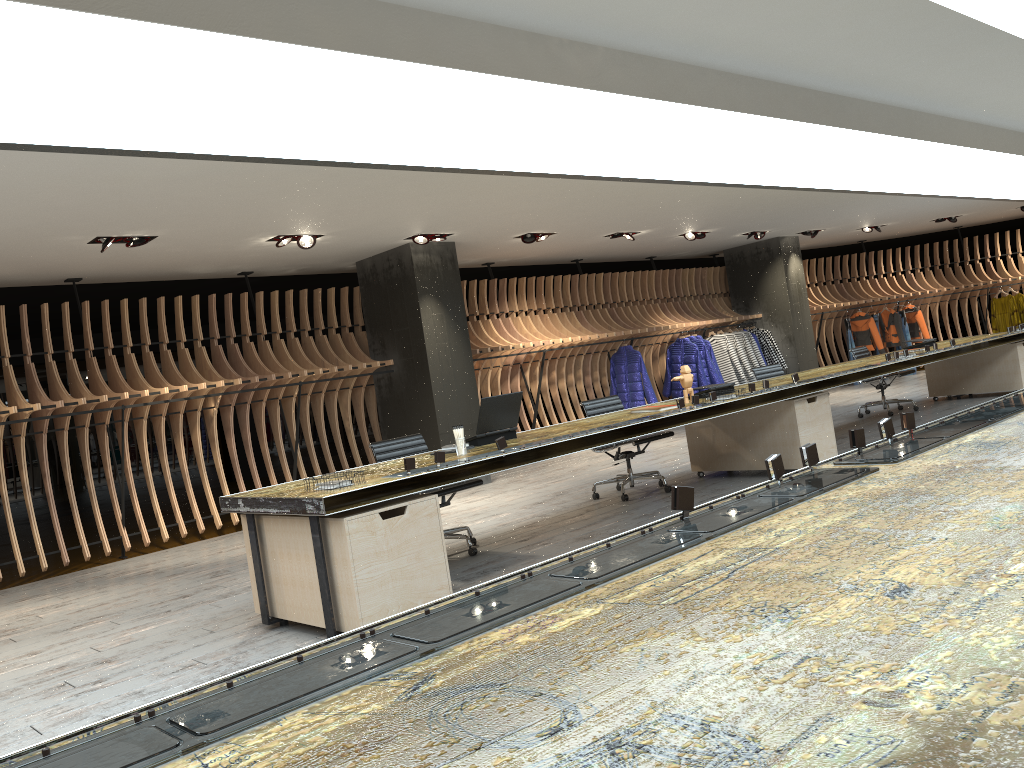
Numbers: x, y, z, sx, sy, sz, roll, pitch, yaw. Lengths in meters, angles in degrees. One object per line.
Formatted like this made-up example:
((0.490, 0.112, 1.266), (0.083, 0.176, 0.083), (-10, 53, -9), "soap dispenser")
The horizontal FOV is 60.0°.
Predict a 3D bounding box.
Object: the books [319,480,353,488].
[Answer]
((-0.913, 0.515, 4.576), (0.155, 0.025, 0.110), (-8, 1, 43), "books")

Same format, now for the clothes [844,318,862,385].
((6.451, -0.544, 16.732), (0.200, 1.422, 0.309), (-9, 0, 25), "clothes")

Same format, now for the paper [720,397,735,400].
((1.623, 0.112, 6.778), (0.130, 0.004, 0.176), (-9, 1, -36), "paper")

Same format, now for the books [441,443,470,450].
((-0.382, 0.410, 5.810), (0.186, 0.027, 0.112), (-8, 1, 33), "books")

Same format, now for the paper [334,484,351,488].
((-0.913, 0.527, 4.583), (0.130, 0.004, 0.176), (-9, 1, -36), "paper")

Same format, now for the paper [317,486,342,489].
((-0.913, 0.529, 4.583), (0.130, 0.004, 0.176), (-9, 1, -38), "paper")

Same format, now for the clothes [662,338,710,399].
((2.658, -0.091, 13.875), (0.879, 1.260, 0.242), (-9, 0, 45), "clothes")

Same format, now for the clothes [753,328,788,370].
((4.317, -0.381, 15.072), (0.192, 1.186, 0.798), (-8, 0, -42), "clothes")

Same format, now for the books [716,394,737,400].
((1.623, 0.100, 6.772), (0.155, 0.025, 0.110), (-8, 1, 43), "books")

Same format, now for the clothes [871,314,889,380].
((7.002, -0.631, 16.937), (0.200, 1.422, 0.309), (-9, 0, 40), "clothes")

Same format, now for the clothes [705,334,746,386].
((3.404, -0.287, 14.252), (0.128, 1.062, 0.751), (-8, 0, -44), "clothes")

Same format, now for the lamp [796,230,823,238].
((4.981, -2.581, 14.809), (0.493, 0.292, 0.269), (-9, 0, -36), "lamp")

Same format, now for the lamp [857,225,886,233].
((6.331, -2.795, 15.617), (0.493, 0.296, 0.269), (-9, 0, -23), "lamp")

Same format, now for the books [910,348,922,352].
((4.557, -0.383, 10.047), (0.366, 0.026, 0.212), (-9, 1, -42), "books")

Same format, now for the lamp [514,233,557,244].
((0.274, -1.808, 10.565), (0.493, 0.292, 0.269), (-9, 0, -42), "lamp")

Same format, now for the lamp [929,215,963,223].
((7.843, -3.034, 16.034), (0.493, 0.293, 0.269), (-9, 0, -10), "lamp")

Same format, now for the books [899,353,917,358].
((3.981, -0.287, 8.935), (0.155, 0.025, 0.110), (-8, 1, 43), "books")

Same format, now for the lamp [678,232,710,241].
((2.608, -2.195, 12.710), (0.493, 0.286, 0.269), (-9, 0, -42), "lamp")

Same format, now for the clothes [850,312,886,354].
((6.678, -0.937, 16.883), (0.201, 0.881, 0.838), (-9, 0, -27), "clothes")

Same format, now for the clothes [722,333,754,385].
((3.577, -0.315, 14.410), (0.128, 1.062, 0.751), (-8, 0, -44), "clothes")

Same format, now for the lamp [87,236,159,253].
((-3.230, -1.235, 7.347), (0.493, 0.288, 0.269), (-9, 0, -42), "lamp")

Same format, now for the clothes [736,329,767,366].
((3.975, -0.313, 14.940), (0.884, 1.239, 0.246), (-9, 0, 45), "clothes")

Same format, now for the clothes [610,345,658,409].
((1.690, 0.062, 12.880), (0.884, 1.239, 0.246), (-9, 0, 45), "clothes")

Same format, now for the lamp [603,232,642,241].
((1.441, -1.999, 11.637), (0.493, 0.294, 0.269), (-9, 0, -42), "lamp")

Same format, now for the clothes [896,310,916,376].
((7.565, -0.719, 17.110), (0.308, 1.422, 0.200), (-9, 0, 20), "clothes")

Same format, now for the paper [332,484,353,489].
((-0.913, 0.529, 4.583), (0.130, 0.004, 0.176), (-9, 1, -40), "paper")

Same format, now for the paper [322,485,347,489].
((-0.913, 0.528, 4.583), (0.130, 0.004, 0.176), (-9, 1, -37), "paper")

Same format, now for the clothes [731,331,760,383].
((3.769, -0.347, 14.587), (0.128, 1.062, 0.751), (-8, 0, -44), "clothes")

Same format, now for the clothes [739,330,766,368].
((3.900, -0.368, 14.707), (0.128, 1.062, 0.751), (-8, 0, -44), "clothes")

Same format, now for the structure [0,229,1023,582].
((0.986, -0.286, 3.385), (36.601, 2.440, 14.863), (-9, 1, -42), "structure")

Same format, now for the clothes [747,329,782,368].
((4.185, -0.359, 14.939), (0.192, 1.187, 0.806), (-8, 0, -42), "clothes")

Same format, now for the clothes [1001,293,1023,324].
((9.777, -1.235, 17.219), (0.168, 1.045, 0.664), (-9, 0, -11), "clothes")

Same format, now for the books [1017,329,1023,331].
((6.450, -0.693, 11.212), (0.155, 0.025, 0.110), (-8, 1, 43), "books")

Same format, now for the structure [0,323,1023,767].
((3.662, 0.140, 6.603), (18.499, 0.844, 4.829), (-9, 1, -42), "structure")

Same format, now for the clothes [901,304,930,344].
((7.765, -1.108, 17.183), (0.201, 0.881, 0.839), (-9, 0, -12), "clothes")

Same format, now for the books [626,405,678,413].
((1.070, 0.191, 6.765), (0.213, 0.026, 0.365), (-9, 1, -32), "books")

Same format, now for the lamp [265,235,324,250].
((-2.062, -1.426, 8.420), (0.493, 0.288, 0.269), (-9, 0, -42), "lamp")

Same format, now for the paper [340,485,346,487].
((-0.913, 0.528, 4.583), (0.130, 0.004, 0.176), (-9, 1, -37), "paper")

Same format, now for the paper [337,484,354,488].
((-0.912, 0.530, 4.583), (0.130, 0.004, 0.176), (-9, 1, -33), "paper")

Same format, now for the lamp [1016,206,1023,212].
((9.415, -3.272, 16.036), (0.492, 0.297, 0.269), (-9, 0, 8), "lamp")

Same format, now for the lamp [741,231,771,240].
((3.777, -2.384, 13.782), (0.493, 0.292, 0.269), (-9, 0, -42), "lamp")

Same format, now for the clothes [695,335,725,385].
((2.944, -0.144, 14.031), (0.884, 1.239, 0.246), (-9, 0, 45), "clothes")

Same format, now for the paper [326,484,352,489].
((-0.913, 0.528, 4.583), (0.130, 0.004, 0.176), (-9, 1, -35), "paper")

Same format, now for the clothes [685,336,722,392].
((2.865, -0.132, 13.853), (0.882, 1.246, 0.249), (-9, 0, 45), "clothes")

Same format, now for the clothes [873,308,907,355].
((7.224, -1.020, 17.006), (0.201, 0.881, 0.838), (-9, 0, -22), "clothes")

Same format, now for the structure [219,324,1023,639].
((2.599, 0.285, 8.107), (10.464, 0.844, 1.160), (-9, 1, -42), "structure")

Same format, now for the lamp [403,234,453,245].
((-0.894, -1.615, 9.492), (0.493, 0.296, 0.269), (-9, 0, -42), "lamp")

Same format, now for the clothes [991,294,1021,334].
((9.596, -1.208, 17.231), (0.168, 1.045, 0.664), (-9, 0, -11), "clothes")
